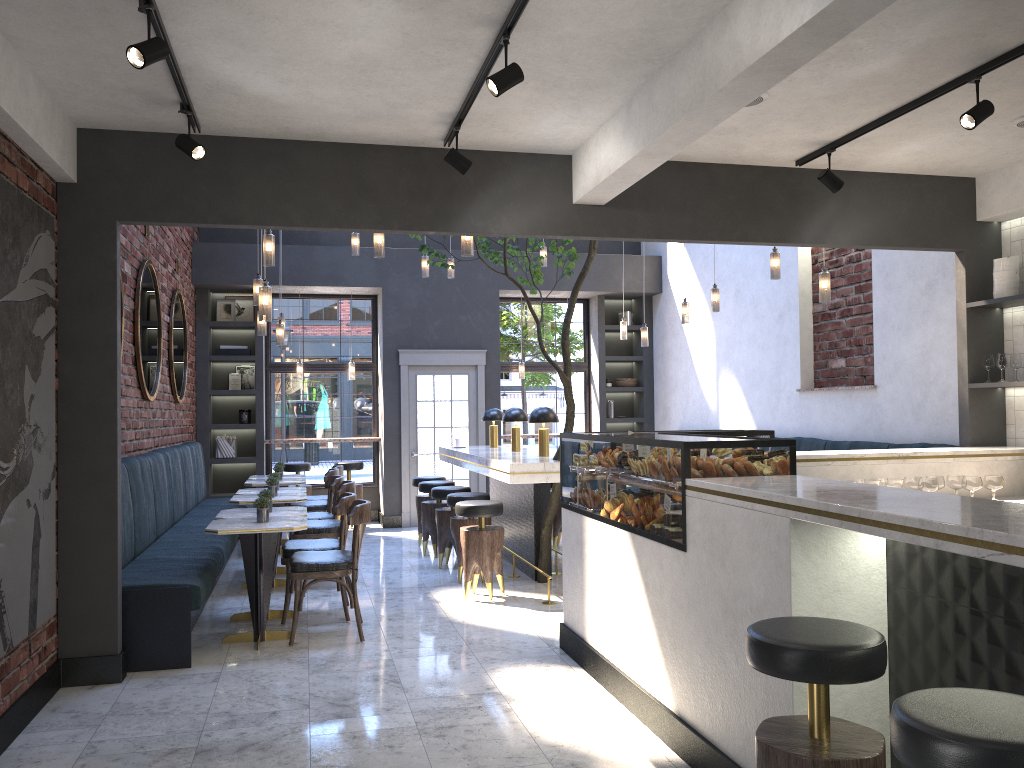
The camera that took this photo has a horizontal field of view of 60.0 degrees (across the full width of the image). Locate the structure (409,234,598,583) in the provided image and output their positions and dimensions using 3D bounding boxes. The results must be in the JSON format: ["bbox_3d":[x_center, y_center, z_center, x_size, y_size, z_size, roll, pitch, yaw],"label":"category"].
[{"bbox_3d":[0.288,-1.333,7.414,3.744,5.987,2.807,-2,-2,30],"label":"structure"}]

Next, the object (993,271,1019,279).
[{"bbox_3d":[3.275,-0.712,5.878,0.153,0.060,0.153,0,-2,-31],"label":"object"}]

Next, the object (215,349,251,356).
[{"bbox_3d":[-3.506,-0.392,11.158,0.412,0.084,0.286,0,-2,-13],"label":"object"}]

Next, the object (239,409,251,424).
[{"bbox_3d":[-3.360,0.411,11.165,0.152,0.181,0.152,-1,-2,25],"label":"object"}]

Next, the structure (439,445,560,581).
[{"bbox_3d":[0.070,1.163,8.304,0.990,1.050,3.491,0,-2,-13],"label":"structure"}]

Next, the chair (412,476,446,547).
[{"bbox_3d":[-0.889,1.371,9.573,0.372,0.737,0.370,-2,-2,30],"label":"chair"}]

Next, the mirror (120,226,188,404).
[{"bbox_3d":[-3.059,-0.609,7.495,0.036,1.510,4.774,0,-2,-13],"label":"mirror"}]

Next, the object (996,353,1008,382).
[{"bbox_3d":[3.243,-0.107,5.869,0.070,0.188,0.070,0,-1,-22],"label":"object"}]

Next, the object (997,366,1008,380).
[{"bbox_3d":[3.323,-0.104,6.009,0.070,0.188,0.070,0,-1,-22],"label":"object"}]

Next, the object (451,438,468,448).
[{"bbox_3d":[-0.564,0.636,9.561,0.176,0.098,0.204,-1,-2,-8],"label":"object"}]

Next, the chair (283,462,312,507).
[{"bbox_3d":[-2.691,1.399,11.071,0.372,0.821,0.370,-2,-2,39],"label":"chair"}]

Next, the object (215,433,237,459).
[{"bbox_3d":[-3.586,0.767,11.118,0.250,0.323,0.241,0,-1,-13],"label":"object"}]

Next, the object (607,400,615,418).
[{"bbox_3d":[1.367,0.351,12.248,0.098,0.248,0.098,-1,-1,26],"label":"object"}]

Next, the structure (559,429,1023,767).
[{"bbox_3d":[2.520,0.841,2.914,3.205,1.300,5.807,0,-2,-13],"label":"structure"}]

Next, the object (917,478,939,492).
[{"bbox_3d":[2.450,0.630,5.219,0.114,0.147,0.114,-1,-1,-9],"label":"object"}]

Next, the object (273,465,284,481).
[{"bbox_3d":[-2.410,0.914,9.144,0.118,0.165,0.122,0,-2,-36],"label":"object"}]

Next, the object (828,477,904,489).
[{"bbox_3d":[1.997,0.636,5.210,0.575,0.147,0.256,0,-2,-13],"label":"object"}]

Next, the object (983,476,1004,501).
[{"bbox_3d":[2.891,0.627,5.322,0.114,0.147,0.114,-1,-1,-9],"label":"object"}]

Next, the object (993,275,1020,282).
[{"bbox_3d":[3.276,-0.682,5.879,0.153,0.075,0.154,-2,-2,44],"label":"object"}]

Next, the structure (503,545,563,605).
[{"bbox_3d":[0.075,1.583,8.295,0.496,0.210,3.499,0,-2,-13],"label":"structure"}]

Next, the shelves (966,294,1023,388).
[{"bbox_3d":[3.667,-0.321,4.340,0.300,0.580,3.601,0,-2,-13],"label":"shelves"}]

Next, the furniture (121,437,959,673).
[{"bbox_3d":[-0.153,1.112,8.185,6.021,1.151,5.342,0,-2,-13],"label":"furniture"}]

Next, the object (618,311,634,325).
[{"bbox_3d":[1.599,-0.909,12.418,0.214,0.215,0.213,-1,-1,-4],"label":"object"}]

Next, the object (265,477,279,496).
[{"bbox_3d":[-2.003,0.855,7.412,0.118,0.165,0.122,0,-2,-36],"label":"object"}]

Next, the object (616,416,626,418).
[{"bbox_3d":[1.507,0.460,12.250,0.130,0.026,0.130,0,-2,-30],"label":"object"}]

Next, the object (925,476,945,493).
[{"bbox_3d":[2.567,0.634,5.381,0.114,0.147,0.114,-1,-1,-9],"label":"object"}]

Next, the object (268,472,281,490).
[{"bbox_3d":[-2.136,0.874,7.979,0.118,0.165,0.122,0,-2,-36],"label":"object"}]

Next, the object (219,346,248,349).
[{"bbox_3d":[-3.514,-0.453,11.169,0.327,0.039,0.227,0,-2,-23],"label":"object"}]

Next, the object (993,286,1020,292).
[{"bbox_3d":[3.278,-0.620,5.879,0.153,0.074,0.154,0,-2,-10],"label":"object"}]

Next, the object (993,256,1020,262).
[{"bbox_3d":[3.274,-0.809,5.875,0.153,0.070,0.153,-2,-2,33],"label":"object"}]

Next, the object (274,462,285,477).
[{"bbox_3d":[-2.543,0.933,9.710,0.118,0.165,0.122,0,-2,-36],"label":"object"}]

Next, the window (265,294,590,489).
[{"bbox_3d":[0.320,-1.516,6.032,6.405,5.363,12.712,0,-2,-13],"label":"window"}]

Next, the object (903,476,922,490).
[{"bbox_3d":[2.420,0.634,5.347,0.114,0.147,0.114,-1,-1,-9],"label":"object"}]

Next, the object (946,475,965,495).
[{"bbox_3d":[2.714,0.633,5.416,0.114,0.147,0.114,-1,-1,-9],"label":"object"}]

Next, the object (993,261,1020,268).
[{"bbox_3d":[3.278,-0.777,5.876,0.153,0.067,0.153,-2,-2,33],"label":"object"}]

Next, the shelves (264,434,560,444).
[{"bbox_3d":[-0.992,0.717,11.741,4.403,0.043,0.384,0,-2,-13],"label":"shelves"}]

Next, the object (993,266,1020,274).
[{"bbox_3d":[3.276,-0.747,5.876,0.154,0.076,0.153,-1,-2,8],"label":"object"}]

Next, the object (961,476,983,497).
[{"bbox_3d":[2.744,0.628,5.288,0.114,0.147,0.114,-1,-1,-9],"label":"object"}]

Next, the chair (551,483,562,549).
[{"bbox_3d":[0.533,1.341,9.187,0.372,0.737,0.370,-2,-2,30],"label":"chair"}]

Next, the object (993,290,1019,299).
[{"bbox_3d":[3.276,-0.584,5.881,0.153,0.055,0.153,-2,-2,39],"label":"object"}]

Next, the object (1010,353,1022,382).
[{"bbox_3d":[3.350,-0.108,5.894,0.070,0.188,0.070,0,-1,-22],"label":"object"}]

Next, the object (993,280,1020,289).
[{"bbox_3d":[3.279,-0.650,5.879,0.153,0.062,0.153,-1,-2,16],"label":"object"}]

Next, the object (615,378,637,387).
[{"bbox_3d":[1.593,-0.014,12.380,0.305,0.123,0.305,-1,-2,8],"label":"object"}]

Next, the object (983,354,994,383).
[{"bbox_3d":[3.216,-0.103,5.984,0.070,0.188,0.070,0,-1,-22],"label":"object"}]

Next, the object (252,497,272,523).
[{"bbox_3d":[-1.587,0.796,5.640,0.118,0.165,0.122,0,-2,-36],"label":"object"}]

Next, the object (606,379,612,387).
[{"bbox_3d":[1.330,-0.011,12.294,0.116,0.119,0.117,0,-2,-37],"label":"object"}]

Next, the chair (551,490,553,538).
[{"bbox_3d":[0.350,1.363,9.857,0.370,0.737,0.372,-1,-1,12],"label":"chair"}]

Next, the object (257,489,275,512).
[{"bbox_3d":[-1.720,0.815,6.206,0.118,0.165,0.122,0,-2,-36],"label":"object"}]
